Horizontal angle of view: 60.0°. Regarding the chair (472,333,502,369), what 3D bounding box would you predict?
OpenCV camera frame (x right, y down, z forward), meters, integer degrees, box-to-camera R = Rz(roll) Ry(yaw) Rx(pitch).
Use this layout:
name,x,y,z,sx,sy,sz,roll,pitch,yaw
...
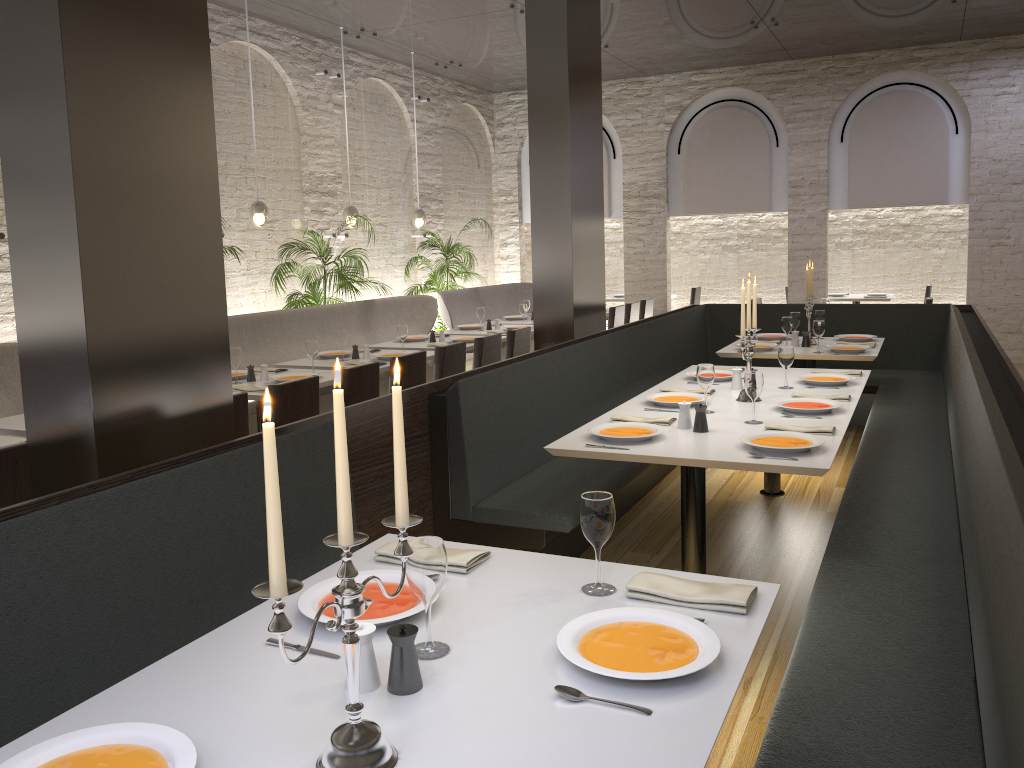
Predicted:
name,x,y,z,sx,sy,sz,roll,pitch,yaw
chair,-0.383,0.065,6.948,0.566,0.901,0.414,2,8,25

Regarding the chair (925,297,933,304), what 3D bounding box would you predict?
name,x,y,z,sx,sy,sz,roll,pitch,yaw
chair,4.211,-0.471,9.527,0.566,0.901,0.414,2,8,25

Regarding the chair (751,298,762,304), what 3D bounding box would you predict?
name,x,y,z,sx,sy,sz,roll,pitch,yaw
chair,3.023,-0.521,10.082,0.566,0.901,0.414,2,8,25

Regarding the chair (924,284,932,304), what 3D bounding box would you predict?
name,x,y,z,sx,sy,sz,roll,pitch,yaw
chair,5.348,-0.879,11.947,0.566,0.901,0.414,2,8,25

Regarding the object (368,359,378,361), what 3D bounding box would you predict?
name,x,y,z,sx,sy,sz,roll,pitch,yaw
object,-0.983,-0.173,6.548,0.181,0.015,0.038,3,10,26

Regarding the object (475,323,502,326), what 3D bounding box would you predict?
name,x,y,z,sx,sy,sz,roll,pitch,yaw
object,-0.259,-0.620,9.298,0.273,0.033,0.143,2,10,25

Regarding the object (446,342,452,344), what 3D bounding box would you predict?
name,x,y,z,sx,sy,sz,roll,pitch,yaw
object,-0.488,-0.350,7.601,0.181,0.015,0.038,3,10,26

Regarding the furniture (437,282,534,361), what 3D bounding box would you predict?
name,x,y,z,sx,sy,sz,roll,pitch,yaw
furniture,-0.087,-0.643,10.851,0.707,1.092,2.597,2,9,25

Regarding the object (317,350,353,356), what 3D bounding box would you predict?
name,x,y,z,sx,sy,sz,roll,pitch,yaw
object,-1.387,-0.229,6.938,0.321,0.036,0.323,-1,9,3

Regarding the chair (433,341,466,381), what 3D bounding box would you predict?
name,x,y,z,sx,sy,sz,roll,pitch,yaw
chair,-0.633,0.155,6.416,0.566,0.901,0.414,2,8,25

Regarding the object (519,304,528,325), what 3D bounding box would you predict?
name,x,y,z,sx,sy,sz,roll,pitch,yaw
object,0.118,-0.698,9.037,0.086,0.230,0.087,-6,8,-35

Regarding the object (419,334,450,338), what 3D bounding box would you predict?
name,x,y,z,sx,sy,sz,roll,pitch,yaw
object,-0.732,-0.450,8.292,0.273,0.033,0.143,2,10,25

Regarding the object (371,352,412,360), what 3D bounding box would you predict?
name,x,y,z,sx,sy,sz,roll,pitch,yaw
object,-0.901,-0.208,6.709,0.321,0.036,0.323,-1,9,3

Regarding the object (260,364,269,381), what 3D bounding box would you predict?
name,x,y,z,sx,sy,sz,roll,pitch,yaw
object,-1.604,-0.076,5.737,0.059,0.109,0.060,0,7,17

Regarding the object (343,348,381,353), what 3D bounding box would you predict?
name,x,y,z,sx,sy,sz,roll,pitch,yaw
object,-1.226,-0.273,7.239,0.273,0.033,0.143,2,10,25

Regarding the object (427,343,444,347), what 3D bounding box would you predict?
name,x,y,z,sx,sy,sz,roll,pitch,yaw
object,-0.560,-0.324,7.440,0.273,0.033,0.143,2,10,25

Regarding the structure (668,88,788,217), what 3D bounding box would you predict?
name,x,y,z,sx,sy,sz,roll,pitch,yaw
structure,2.921,-3.147,12.020,1.634,1.667,0.098,2,7,25

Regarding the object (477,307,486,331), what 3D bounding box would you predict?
name,x,y,z,sx,sy,sz,roll,pitch,yaw
object,-0.305,-0.639,8.737,0.086,0.230,0.087,-6,8,-35

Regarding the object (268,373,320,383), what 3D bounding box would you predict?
name,x,y,z,sx,sy,sz,roll,pitch,yaw
object,-1.392,-0.032,5.665,0.321,0.036,0.323,-1,9,8

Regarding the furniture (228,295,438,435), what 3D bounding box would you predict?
name,x,y,z,sx,sy,sz,roll,pitch,yaw
furniture,-1.641,-0.086,7.546,0.709,1.092,4.497,2,9,25

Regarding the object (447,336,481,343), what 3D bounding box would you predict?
name,x,y,z,sx,sy,sz,roll,pitch,yaw
object,-0.406,-0.385,7.762,0.321,0.036,0.323,-1,9,3

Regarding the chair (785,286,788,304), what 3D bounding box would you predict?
name,x,y,z,sx,sy,sz,roll,pitch,yaw
chair,4.160,-0.929,12.502,0.566,0.901,0.414,2,8,25

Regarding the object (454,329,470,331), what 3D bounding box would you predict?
name,x,y,z,sx,sy,sz,roll,pitch,yaw
object,-0.501,-0.538,8.835,0.185,0.010,0.017,2,9,25

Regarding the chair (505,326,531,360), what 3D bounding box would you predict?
name,x,y,z,sx,sy,sz,roll,pitch,yaw
chair,-0.143,-0.021,7.459,0.566,0.901,0.414,2,8,25

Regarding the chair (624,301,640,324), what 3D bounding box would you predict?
name,x,y,z,sx,sy,sz,roll,pitch,yaw
chair,1.174,-0.494,10.262,0.566,0.901,0.414,2,8,25

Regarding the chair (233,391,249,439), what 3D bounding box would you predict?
name,x,y,z,sx,sy,sz,roll,pitch,yaw
chair,-1.598,0.501,4.362,0.566,0.901,0.414,2,8,25

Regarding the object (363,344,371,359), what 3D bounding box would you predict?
name,x,y,z,sx,sy,sz,roll,pitch,yaw
object,-1.113,-0.252,6.781,0.059,0.109,0.060,0,7,17

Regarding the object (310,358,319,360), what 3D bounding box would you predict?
name,x,y,z,sx,sy,sz,roll,pitch,yaw
object,-1.469,-0.191,6.776,0.185,0.010,0.017,2,9,25

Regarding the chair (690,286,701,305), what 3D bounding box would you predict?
name,x,y,z,sx,sy,sz,roll,pitch,yaw
chair,2.526,-0.998,13.265,0.566,0.901,0.414,2,8,25

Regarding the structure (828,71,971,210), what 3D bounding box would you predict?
name,x,y,z,sx,sy,sz,roll,pitch,yaw
structure,4.841,-3.066,11.123,1.634,1.667,0.098,2,7,25

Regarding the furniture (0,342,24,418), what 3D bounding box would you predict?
name,x,y,z,sx,sy,sz,roll,pitch,yaw
furniture,-3.602,0.617,3.373,0.709,1.092,4.497,2,9,25

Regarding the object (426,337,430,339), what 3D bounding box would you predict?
name,x,y,z,sx,sy,sz,roll,pitch,yaw
object,-0.821,-0.425,8.153,0.181,0.015,0.038,3,10,26

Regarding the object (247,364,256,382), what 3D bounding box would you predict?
name,x,y,z,sx,sy,sz,roll,pitch,yaw
object,-1.687,-0.072,5.725,0.059,0.109,0.060,0,7,17

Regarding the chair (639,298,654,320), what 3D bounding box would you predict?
name,x,y,z,sx,sy,sz,roll,pitch,yaw
chair,1.418,-0.581,10.782,0.566,0.901,0.414,2,8,25

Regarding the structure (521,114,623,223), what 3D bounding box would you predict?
name,x,y,z,sx,sy,sz,roll,pitch,yaw
structure,0.873,-3.233,12.977,1.634,1.667,0.098,2,7,25

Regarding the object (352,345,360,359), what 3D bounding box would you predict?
name,x,y,z,sx,sy,sz,roll,pitch,yaw
object,-1.196,-0.248,6.770,0.059,0.109,0.060,0,7,17

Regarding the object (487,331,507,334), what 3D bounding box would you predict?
name,x,y,z,sx,sy,sz,roll,pitch,yaw
object,-0.087,-0.493,8.446,0.273,0.033,0.143,2,10,25

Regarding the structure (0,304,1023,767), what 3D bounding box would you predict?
name,x,y,z,sx,sy,sz,roll,pitch,yaw
structure,0.521,0.583,3.108,2.373,0.996,10.799,2,10,25

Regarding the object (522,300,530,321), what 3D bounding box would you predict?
name,x,y,z,sx,sy,sz,roll,pitch,yaw
object,0.159,-0.805,9.723,0.086,0.230,0.087,-6,8,-35

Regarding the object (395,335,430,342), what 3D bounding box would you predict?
name,x,y,z,sx,sy,sz,roll,pitch,yaw
object,-0.893,-0.406,7.992,0.321,0.036,0.323,-1,9,3

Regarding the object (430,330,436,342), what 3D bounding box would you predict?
name,x,y,z,sx,sy,sz,roll,pitch,yaw
object,-0.701,-0.425,7.823,0.059,0.109,0.060,0,7,17

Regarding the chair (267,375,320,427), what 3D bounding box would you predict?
name,x,y,z,sx,sy,sz,roll,pitch,yaw
chair,-1.359,0.415,4.870,0.566,0.901,0.414,2,8,25

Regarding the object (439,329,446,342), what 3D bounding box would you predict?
name,x,y,z,sx,sy,sz,roll,pitch,yaw
object,-0.618,-0.430,7.834,0.059,0.109,0.060,0,7,17

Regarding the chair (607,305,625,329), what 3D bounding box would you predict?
name,x,y,z,sx,sy,sz,roll,pitch,yaw
chair,0.938,-0.409,9.758,0.566,0.901,0.414,2,8,25

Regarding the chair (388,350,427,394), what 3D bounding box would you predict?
name,x,y,z,sx,sy,sz,roll,pitch,yaw
chair,-0.871,0.240,5.909,0.566,0.901,0.414,2,8,25

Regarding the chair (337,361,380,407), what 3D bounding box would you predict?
name,x,y,z,sx,sy,sz,roll,pitch,yaw
chair,-1.108,0.325,5.405,0.566,0.901,0.414,2,8,25

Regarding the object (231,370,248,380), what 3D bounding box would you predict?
name,x,y,z,sx,sy,sz,roll,pitch,yaw
object,-1.878,-0.053,5.894,0.321,0.036,0.323,-1,9,8

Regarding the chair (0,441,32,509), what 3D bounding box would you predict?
name,x,y,z,sx,sy,sz,roll,pitch,yaw
chair,-2.089,0.677,3.318,0.566,0.901,0.414,2,8,25

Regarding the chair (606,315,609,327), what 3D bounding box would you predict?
name,x,y,z,sx,sy,sz,roll,pitch,yaw
chair,1.337,-1.048,13.820,0.566,0.901,0.414,2,8,25
